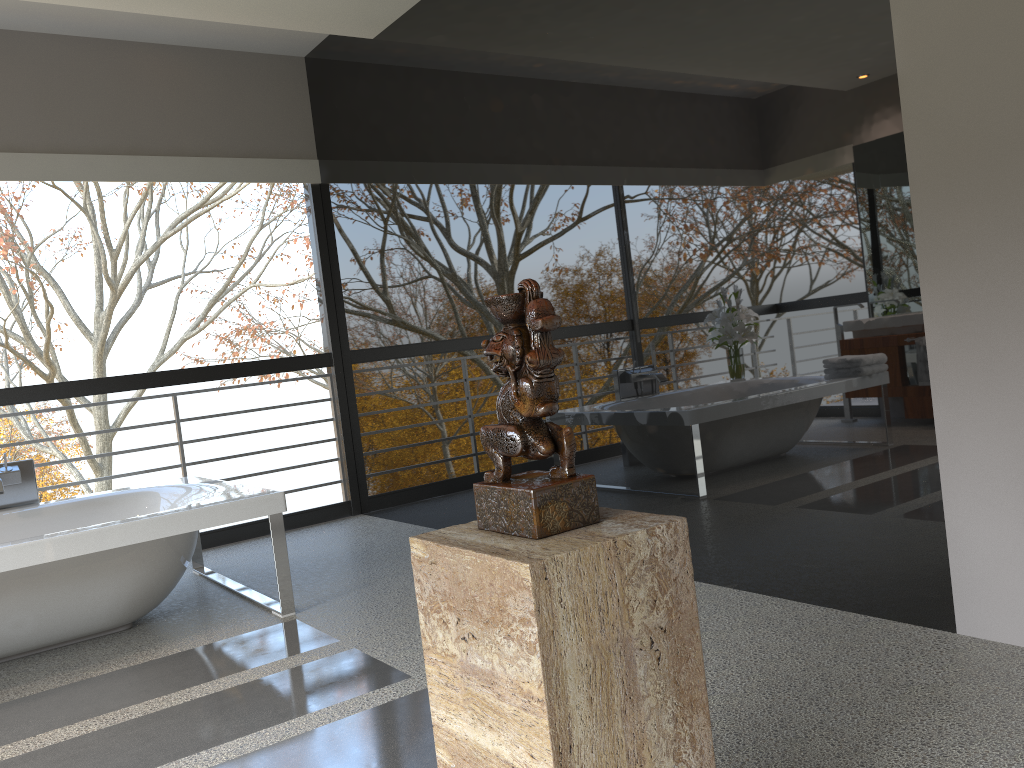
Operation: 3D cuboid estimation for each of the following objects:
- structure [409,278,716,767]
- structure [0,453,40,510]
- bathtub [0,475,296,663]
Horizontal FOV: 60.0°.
[{"bbox_3d":[0.066,0.377,1.357,0.292,1.074,0.328,-8,2,-35],"label":"structure"},{"bbox_3d":[-2.397,0.660,4.120,0.402,0.884,0.330,-8,2,-35],"label":"structure"},{"bbox_3d":[-2.066,0.829,3.604,1.959,0.504,1.327,-9,3,-35],"label":"bathtub"}]
